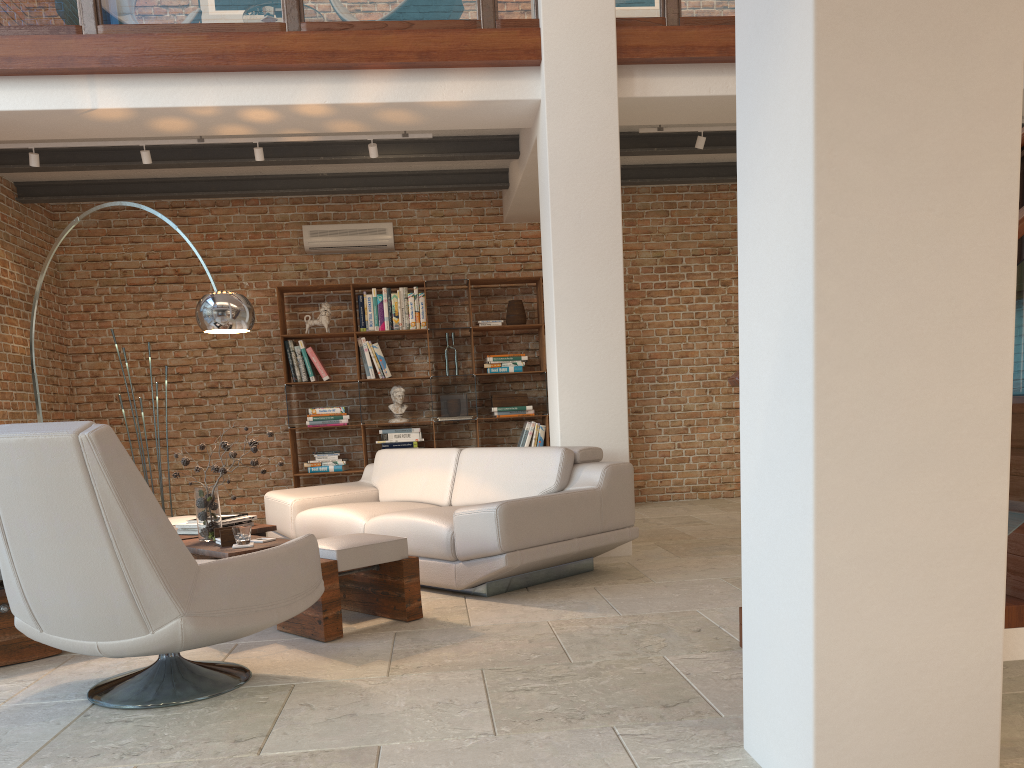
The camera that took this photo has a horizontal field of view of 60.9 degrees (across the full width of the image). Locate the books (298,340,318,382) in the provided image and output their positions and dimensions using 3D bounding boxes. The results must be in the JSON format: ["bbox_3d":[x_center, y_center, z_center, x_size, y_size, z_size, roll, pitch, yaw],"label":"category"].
[{"bbox_3d":[-1.879,-0.205,8.047,0.121,0.387,0.240,-4,6,-5],"label":"books"}]

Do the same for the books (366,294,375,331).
[{"bbox_3d":[-1.296,-0.639,8.034,0.055,0.335,0.251,-4,5,-5],"label":"books"}]

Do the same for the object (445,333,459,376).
[{"bbox_3d":[-0.565,-0.275,8.105,0.121,0.406,0.060,-3,8,-2],"label":"object"}]

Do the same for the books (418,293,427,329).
[{"bbox_3d":[-0.828,-0.661,8.098,0.055,0.335,0.251,-4,5,-5],"label":"books"}]

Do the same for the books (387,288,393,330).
[{"bbox_3d":[-1.121,-0.675,8.053,0.036,0.389,0.240,-4,6,-5],"label":"books"}]

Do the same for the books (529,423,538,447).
[{"bbox_3d":[0.193,0.550,8.347,0.098,0.360,0.267,-4,5,-5],"label":"books"}]

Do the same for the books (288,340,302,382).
[{"bbox_3d":[-1.987,-0.201,8.050,0.091,0.390,0.240,-4,6,-5],"label":"books"}]

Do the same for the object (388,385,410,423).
[{"bbox_3d":[-1.071,0.190,8.171,0.196,0.356,0.190,-2,6,10],"label":"object"}]

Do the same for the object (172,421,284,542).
[{"bbox_3d":[-1.442,0.498,4.507,0.537,0.617,0.314,-6,7,-34],"label":"object"}]

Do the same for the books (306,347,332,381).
[{"bbox_3d":[-1.788,-0.177,8.082,0.195,0.324,0.251,-3,4,-5],"label":"books"}]

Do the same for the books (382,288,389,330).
[{"bbox_3d":[-1.157,-0.673,8.040,0.036,0.389,0.240,-4,6,-5],"label":"books"}]

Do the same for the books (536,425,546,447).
[{"bbox_3d":[0.259,0.557,8.349,0.116,0.339,0.250,-4,5,-5],"label":"books"}]

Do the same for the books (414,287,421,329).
[{"bbox_3d":[-0.877,-0.686,8.074,0.036,0.389,0.240,-4,6,-5],"label":"books"}]

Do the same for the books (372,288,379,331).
[{"bbox_3d":[-1.251,-0.668,8.038,0.036,0.389,0.240,-4,6,-5],"label":"books"}]

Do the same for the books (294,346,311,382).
[{"bbox_3d":[-1.936,-0.177,8.077,0.102,0.339,0.250,-4,5,-5],"label":"books"}]

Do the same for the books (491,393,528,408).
[{"bbox_3d":[-0.026,0.158,8.262,0.335,0.120,0.211,-3,1,-5],"label":"books"}]

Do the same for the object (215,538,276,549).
[{"bbox_3d":[-1.284,0.768,4.279,0.269,0.035,0.248,-2,-2,-33],"label":"object"}]

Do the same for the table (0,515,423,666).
[{"bbox_3d":[-1.780,0.989,4.394,1.950,0.435,2.204,-2,-2,-44],"label":"table"}]

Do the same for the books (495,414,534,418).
[{"bbox_3d":[0.019,0.301,8.298,0.355,0.021,0.269,-3,-2,-7],"label":"books"}]

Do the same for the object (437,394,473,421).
[{"bbox_3d":[-0.544,0.221,8.197,0.335,0.236,0.280,-3,2,-5],"label":"object"}]

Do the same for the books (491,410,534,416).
[{"bbox_3d":[0.003,0.274,8.306,0.379,0.037,0.242,-3,-2,-10],"label":"books"}]

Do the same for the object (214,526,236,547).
[{"bbox_3d":[-1.401,0.751,4.291,0.093,0.083,0.114,-5,2,-33],"label":"object"}]

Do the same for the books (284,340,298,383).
[{"bbox_3d":[-2.023,-0.199,8.039,0.091,0.390,0.240,-4,6,-5],"label":"books"}]

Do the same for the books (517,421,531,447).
[{"bbox_3d":[0.097,0.547,8.352,0.163,0.378,0.240,-4,5,-5],"label":"books"}]

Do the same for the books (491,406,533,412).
[{"bbox_3d":[-0.010,0.236,8.266,0.379,0.037,0.242,-3,-2,-6],"label":"books"}]

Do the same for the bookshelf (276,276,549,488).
[{"bbox_3d":[-0.547,0.173,8.206,3.031,2.239,0.357,-3,8,-5],"label":"bookshelf"}]

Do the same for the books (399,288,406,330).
[{"bbox_3d":[-1.009,-0.680,8.076,0.036,0.389,0.240,-4,6,-5],"label":"books"}]

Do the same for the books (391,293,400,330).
[{"bbox_3d":[-1.072,-0.650,8.046,0.055,0.335,0.251,-4,5,-5],"label":"books"}]

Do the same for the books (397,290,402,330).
[{"bbox_3d":[-1.036,-0.665,8.062,0.021,0.365,0.267,-4,5,-5],"label":"books"}]

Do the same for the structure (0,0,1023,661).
[{"bbox_3d":[1.372,-1.149,1.585,10.144,4.194,13.718,-3,-1,-5],"label":"structure"}]

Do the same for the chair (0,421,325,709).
[{"bbox_3d":[-1.340,0.638,3.134,1.028,1.032,0.956,-2,4,11],"label":"chair"}]

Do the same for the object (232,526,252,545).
[{"bbox_3d":[-1.295,0.729,4.191,0.091,0.086,0.090,0,4,44],"label":"object"}]

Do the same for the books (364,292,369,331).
[{"bbox_3d":[-1.337,-0.650,8.046,0.021,0.365,0.267,-4,5,-5],"label":"books"}]

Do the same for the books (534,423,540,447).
[{"bbox_3d":[0.214,0.552,8.358,0.098,0.360,0.267,-4,5,-5],"label":"books"}]

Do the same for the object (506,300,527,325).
[{"bbox_3d":[0.037,-0.656,8.099,0.192,0.236,0.191,1,6,42],"label":"object"}]

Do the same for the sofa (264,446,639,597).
[{"bbox_3d":[-0.475,0.796,5.490,2.328,0.767,1.131,-4,0,45],"label":"sofa"}]

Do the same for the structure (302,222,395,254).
[{"bbox_3d":[-1.499,-1.342,8.037,0.812,0.223,0.197,-3,4,-5],"label":"structure"}]

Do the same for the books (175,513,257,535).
[{"bbox_3d":[-1.685,0.793,4.958,0.250,0.075,0.396,-4,-2,27],"label":"books"}]

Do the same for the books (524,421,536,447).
[{"bbox_3d":[0.141,0.543,8.332,0.161,0.379,0.240,-4,5,-5],"label":"books"}]

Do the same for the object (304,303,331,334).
[{"bbox_3d":[-1.768,-0.600,7.950,0.252,0.288,0.128,-3,7,3],"label":"object"}]
